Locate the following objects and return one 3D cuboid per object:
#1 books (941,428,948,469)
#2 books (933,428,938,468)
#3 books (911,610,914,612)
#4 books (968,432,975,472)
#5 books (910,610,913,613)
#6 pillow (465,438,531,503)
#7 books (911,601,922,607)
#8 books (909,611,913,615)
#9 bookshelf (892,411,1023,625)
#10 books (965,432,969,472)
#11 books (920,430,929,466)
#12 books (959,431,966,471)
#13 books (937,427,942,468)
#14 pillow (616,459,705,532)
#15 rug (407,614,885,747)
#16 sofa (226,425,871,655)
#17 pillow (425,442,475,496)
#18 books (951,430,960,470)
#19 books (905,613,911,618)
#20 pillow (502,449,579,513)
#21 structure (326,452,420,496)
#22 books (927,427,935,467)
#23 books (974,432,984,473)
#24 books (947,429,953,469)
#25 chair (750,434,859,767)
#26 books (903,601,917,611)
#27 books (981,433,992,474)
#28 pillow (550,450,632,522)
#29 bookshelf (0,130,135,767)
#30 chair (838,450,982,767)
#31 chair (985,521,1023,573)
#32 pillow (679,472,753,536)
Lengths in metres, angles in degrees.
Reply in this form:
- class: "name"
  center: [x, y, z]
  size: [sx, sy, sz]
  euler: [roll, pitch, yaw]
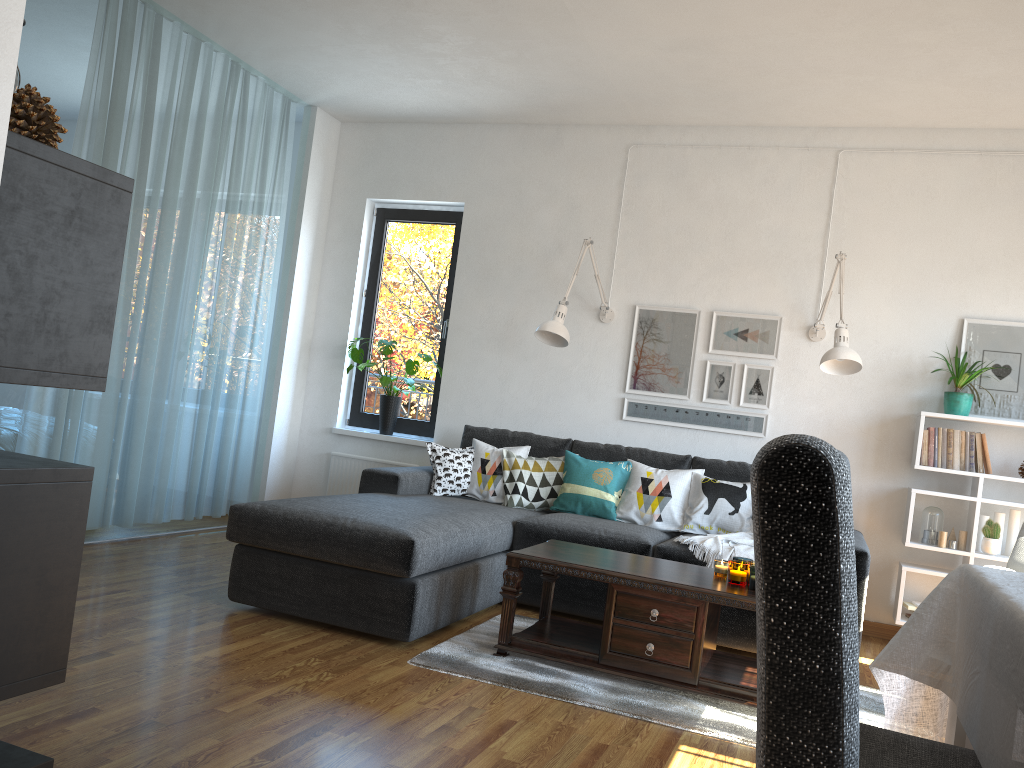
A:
- class: "books"
  center: [2.238, 0.336, 4.604]
  size: [0.044, 0.209, 0.136]
  euler: [7, -1, 20]
- class: "books"
  center: [2.202, 0.333, 4.618]
  size: [0.033, 0.210, 0.136]
  euler: [7, -1, 21]
- class: "books"
  center: [2.144, 1.182, 4.595]
  size: [0.140, 0.012, 0.184]
  euler: [7, -2, 10]
- class: "books"
  center: [2.357, 0.349, 4.562]
  size: [0.044, 0.208, 0.133]
  euler: [7, -1, 21]
- class: "books"
  center: [2.152, 1.197, 4.590]
  size: [0.123, 0.015, 0.211]
  euler: [7, -2, 10]
- class: "pillow"
  center: [-0.096, 0.497, 5.000]
  size: [0.360, 0.344, 0.173]
  euler: [7, -1, 20]
- class: "books"
  center: [2.149, 1.151, 4.599]
  size: [0.115, 0.010, 0.141]
  euler: [7, -2, 10]
- class: "books"
  center: [2.150, 1.212, 4.590]
  size: [0.123, 0.012, 0.211]
  euler: [7, -2, 10]
- class: "bookshelf"
  center: [2.616, 0.809, 4.445]
  size: [1.189, 1.200, 0.238]
  euler: [7, -1, 20]
- class: "books"
  center: [2.336, 0.349, 4.569]
  size: [0.035, 0.204, 0.131]
  euler: [7, -1, 20]
- class: "books"
  center: [2.152, 0.334, 4.629]
  size: [0.047, 0.191, 0.124]
  euler: [7, -1, 20]
- class: "books"
  center: [2.315, 0.344, 4.576]
  size: [0.044, 0.209, 0.133]
  euler: [7, -1, 20]
- class: "books"
  center: [2.217, 0.332, 4.611]
  size: [0.035, 0.209, 0.129]
  euler: [7, -1, 20]
- class: "pillow"
  center: [0.777, 0.612, 4.746]
  size: [0.436, 0.368, 0.285]
  euler: [7, -1, 20]
- class: "rug"
  center: [0.640, 1.140, 3.400]
  size: [1.812, 0.034, 1.053]
  euler: [7, -2, 20]
- class: "sofa"
  center: [0.351, 0.711, 4.207]
  size: [2.507, 0.847, 2.165]
  euler: [7, -2, 20]
- class: "pillow"
  center: [-0.334, 0.493, 4.991]
  size: [0.334, 0.319, 0.160]
  euler: [8, -2, -34]
- class: "books"
  center: [2.290, 0.341, 4.586]
  size: [0.048, 0.208, 0.135]
  euler: [7, -1, 20]
- class: "books"
  center: [2.138, 1.225, 4.594]
  size: [0.145, 0.018, 0.184]
  euler: [7, -2, 10]
- class: "pillow"
  center: [0.146, 0.548, 4.986]
  size: [0.454, 0.363, 0.242]
  euler: [8, -1, -13]
- class: "structure"
  center: [-0.854, 0.726, 5.816]
  size: [0.817, 0.459, 0.076]
  euler: [7, -1, 18]
- class: "books"
  center: [2.180, 0.329, 4.624]
  size: [0.043, 0.205, 0.129]
  euler: [7, -1, 20]
- class: "books"
  center: [2.391, 0.353, 4.550]
  size: [0.061, 0.211, 0.128]
  euler: [7, -1, 21]
- class: "books"
  center: [2.261, 0.337, 4.591]
  size: [0.044, 0.210, 0.133]
  euler: [7, -1, 21]
- class: "chair"
  center: [0.444, 0.555, 0.791]
  size: [0.544, 0.960, 0.462]
  euler: [7, -1, 20]
- class: "books"
  center: [2.137, 1.165, 4.603]
  size: [0.183, 0.020, 0.134]
  euler: [7, -2, 12]
- class: "books"
  center: [2.420, 0.357, 4.535]
  size: [0.070, 0.204, 0.132]
  euler: [7, -1, 21]
- class: "pillow"
  center: [0.451, 0.558, 4.865]
  size: [0.414, 0.340, 0.273]
  euler: [7, -1, 20]
- class: "bookshelf"
  center: [-1.192, 0.238, 1.307]
  size: [1.189, 1.200, 0.238]
  euler: [7, -1, 20]
- class: "chair"
  center: [0.684, 0.607, 1.451]
  size: [0.544, 0.960, 0.462]
  euler: [7, -1, 25]
- class: "chair"
  center: [2.254, 0.948, 3.630]
  size: [0.685, 0.832, 0.544]
  euler: [9, -2, -45]
- class: "pillow"
  center: [1.096, 0.645, 4.621]
  size: [0.382, 0.318, 0.266]
  euler: [7, -1, 20]
